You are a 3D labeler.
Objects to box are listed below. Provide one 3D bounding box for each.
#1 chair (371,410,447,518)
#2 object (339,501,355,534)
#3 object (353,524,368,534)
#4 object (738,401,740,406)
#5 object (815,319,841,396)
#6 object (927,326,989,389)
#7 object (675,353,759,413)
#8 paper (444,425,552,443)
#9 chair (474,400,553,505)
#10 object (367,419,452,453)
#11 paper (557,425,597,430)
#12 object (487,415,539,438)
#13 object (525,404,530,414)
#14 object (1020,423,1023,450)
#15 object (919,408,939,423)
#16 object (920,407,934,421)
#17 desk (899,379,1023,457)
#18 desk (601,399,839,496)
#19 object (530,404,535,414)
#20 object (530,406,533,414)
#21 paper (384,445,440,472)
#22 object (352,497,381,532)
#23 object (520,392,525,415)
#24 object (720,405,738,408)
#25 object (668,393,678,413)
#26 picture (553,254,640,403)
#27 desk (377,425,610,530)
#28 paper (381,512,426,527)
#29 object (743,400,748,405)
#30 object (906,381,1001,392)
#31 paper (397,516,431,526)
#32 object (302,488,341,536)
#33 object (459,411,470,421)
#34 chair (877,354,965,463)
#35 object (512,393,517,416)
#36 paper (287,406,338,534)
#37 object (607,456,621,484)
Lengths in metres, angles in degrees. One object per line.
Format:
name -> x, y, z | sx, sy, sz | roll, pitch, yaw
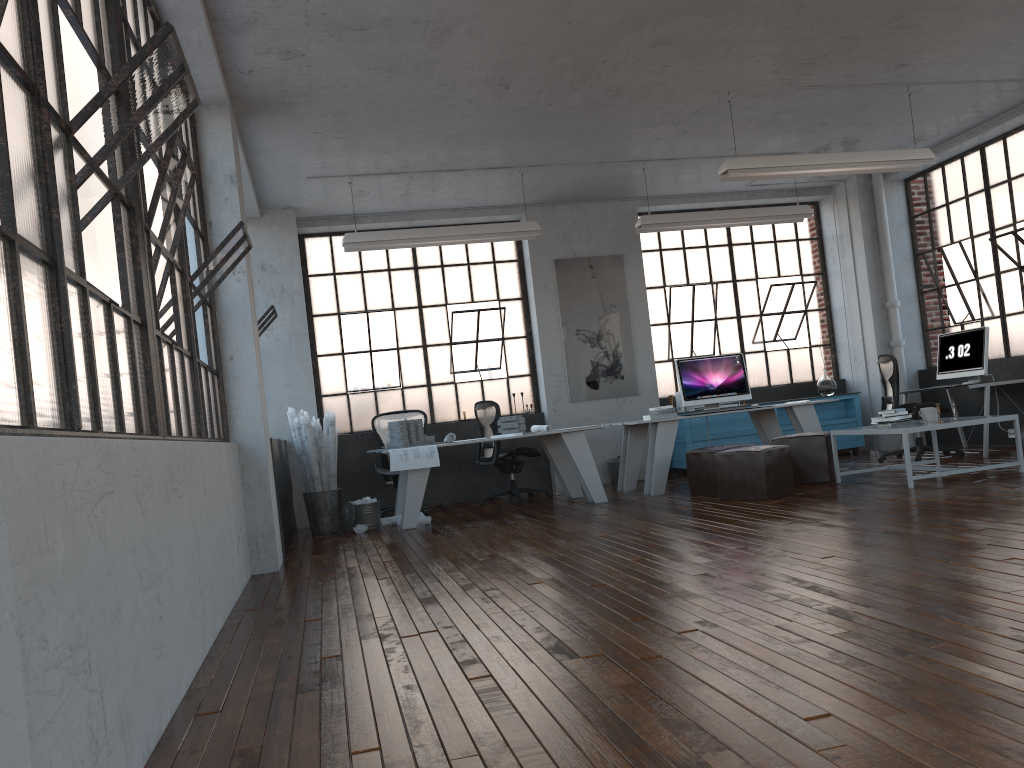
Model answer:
chair -> -1.102, 0.805, 9.132 | 0.770, 1.085, 0.793 | -6, -2, -18
object -> -1.488, 1.198, 7.936 | 0.107, 0.280, 0.293 | -5, -2, -39
object -> -1.333, 1.273, 7.778 | 0.135, 0.083, 0.108 | -6, -2, -22
object -> 2.711, 0.131, 10.619 | 0.084, 0.256, 0.084 | -6, -1, -35
object -> 3.808, -0.333, 10.620 | 0.231, 0.939, 0.434 | -6, -1, -31
object -> 4.498, -0.258, 8.981 | 0.377, 0.552, 0.715 | -6, -2, -11
object -> 2.010, -0.008, 8.701 | 0.714, 0.552, 0.377 | -6, -2, -11
paper -> -0.159, 0.475, 8.576 | 1.074, 0.105, 0.977 | -6, -3, -12
chair -> -0.054, 0.700, 9.426 | 0.791, 1.085, 0.772 | -5, -2, -43
object -> -0.960, 0.442, 8.275 | 0.434, 0.305, 0.735 | -8, -3, 33
paper -> 0.600, 0.412, 8.362 | 0.428, 0.001, 0.485 | -6, -3, -2
object -> 0.008, 0.401, 8.546 | 0.416, 0.182, 0.389 | -7, -2, 18
object -> 0.178, 0.294, 10.270 | 0.058, 0.117, 0.032 | -8, -2, 39
object -> 4.801, 0.505, 8.353 | 0.107, 0.280, 0.293 | -7, -2, 13
object -> 3.282, 0.247, 6.955 | 0.129, 0.109, 0.101 | -6, -2, -4
object -> 3.397, 0.246, 7.212 | 0.129, 0.109, 0.101 | -6, -2, -4
desk -> 4.638, 0.349, 8.985 | 0.932, 0.688, 1.228 | -6, -2, -12
desk -> 2.075, 0.627, 8.852 | 2.075, 0.704, 1.076 | -6, -2, -12
object -> 0.229, 0.286, 10.223 | 0.058, 0.117, 0.032 | -7, -1, 2
object -> 0.228, 0.297, 10.298 | 0.058, 0.102, 0.032 | -7, -1, 23
paper -> -0.876, 0.646, 7.724 | 0.439, 0.183, 0.435 | -6, -2, -13
object -> -1.336, 1.175, 8.061 | 0.291, 0.293, 0.290 | -7, -2, 29
object -> 0.128, 0.226, 10.237 | 0.085, 0.259, 0.085 | -7, -2, 41
object -> 2.462, 0.265, 10.268 | 0.253, 0.014, 0.187 | -6, -3, -12
object -> 1.880, 0.229, 10.440 | 0.132, 0.236, 0.132 | -8, -2, 44
picture -> 0.978, -0.650, 10.221 | 0.852, 1.649, 0.025 | -6, -1, -12
desk -> -0.181, 0.857, 8.363 | 2.055, 0.697, 1.066 | -6, -2, -12
paper -> -1.022, 1.263, 8.216 | 0.466, 0.094, 0.114 | -5, -2, -27
object -> 2.737, 0.207, 10.451 | 0.088, 0.084, 0.088 | -6, -2, -8
object -> 4.527, 0.024, 8.977 | 0.687, 0.008, 0.849 | -6, -3, -11
paper -> -0.891, 1.250, 8.050 | 0.341, 0.068, 0.083 | -7, -2, 13
object -> -1.725, 1.175, 8.141 | 0.354, 0.398, 0.354 | -6, -2, -6
object -> -0.539, 0.364, 10.094 | 0.124, 0.100, 0.124 | -7, -2, 10
chair -> 4.031, 0.214, 8.921 | 0.792, 1.085, 0.771 | -6, -2, -8
object -> 0.034, 0.237, 10.232 | 0.085, 0.259, 0.085 | -7, -2, 41
paper -> -1.793, 0.773, 8.193 | 0.412, 1.197, 0.441 | -6, -1, -34
object -> 1.235, 0.968, 10.066 | 0.293, 0.308, 0.292 | -7, -2, 16
